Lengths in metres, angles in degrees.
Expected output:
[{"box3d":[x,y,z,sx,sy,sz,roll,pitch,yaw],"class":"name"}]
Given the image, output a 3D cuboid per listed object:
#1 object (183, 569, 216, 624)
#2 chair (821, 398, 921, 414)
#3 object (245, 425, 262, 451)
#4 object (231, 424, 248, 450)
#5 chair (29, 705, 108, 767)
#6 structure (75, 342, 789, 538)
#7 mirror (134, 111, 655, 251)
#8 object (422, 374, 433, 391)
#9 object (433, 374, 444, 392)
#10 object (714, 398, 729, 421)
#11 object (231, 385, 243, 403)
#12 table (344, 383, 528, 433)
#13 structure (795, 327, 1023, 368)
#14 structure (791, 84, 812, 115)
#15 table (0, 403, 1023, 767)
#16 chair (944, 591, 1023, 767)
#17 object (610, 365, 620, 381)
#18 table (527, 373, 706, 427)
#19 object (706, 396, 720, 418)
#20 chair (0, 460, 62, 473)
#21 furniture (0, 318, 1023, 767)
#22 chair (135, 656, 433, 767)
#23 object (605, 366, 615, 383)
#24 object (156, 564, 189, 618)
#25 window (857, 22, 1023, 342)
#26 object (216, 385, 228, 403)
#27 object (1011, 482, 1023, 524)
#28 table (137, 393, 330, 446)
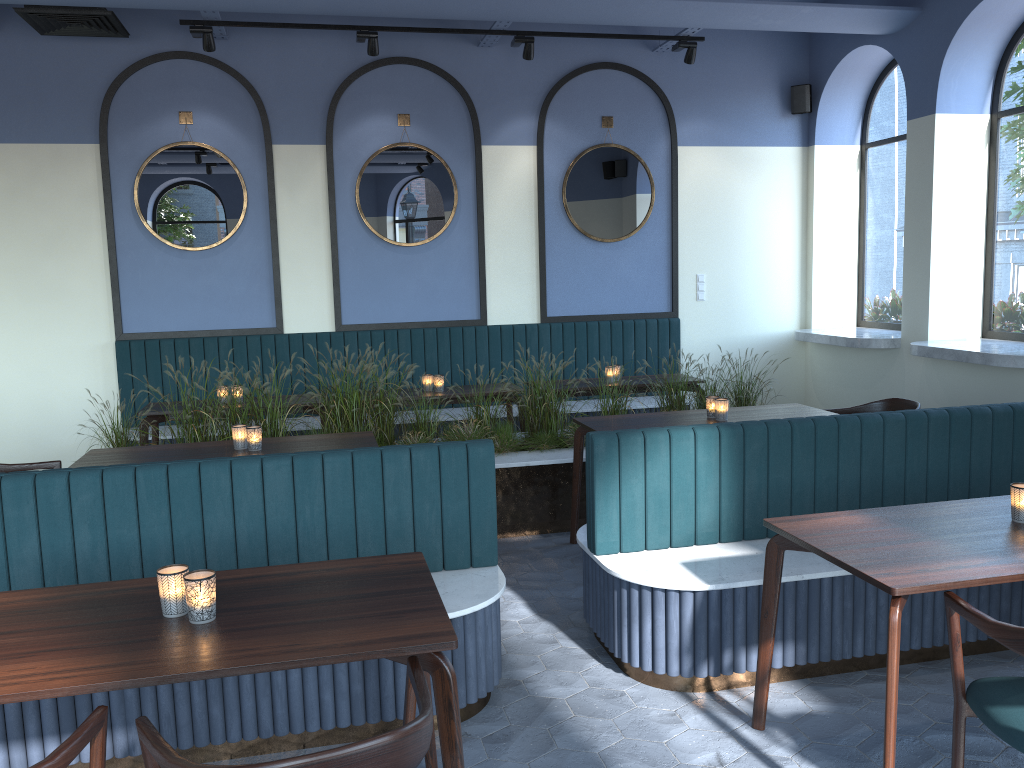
[{"box3d":[-0.786,0.539,2.242,0.078,0.120,0.078,-6,8,-29],"class":"object"},{"box3d":[2.117,0.499,5.260,0.525,0.793,0.618,-3,7,-13],"class":"chair"},{"box3d":[-1.293,0.273,4.447,0.078,0.120,0.078,-6,8,-29],"class":"object"},{"box3d":[-1.378,0.269,4.495,0.078,0.120,0.078,-6,8,-29],"class":"object"},{"box3d":[-1.109,1.043,1.673,0.618,0.793,0.525,-3,7,-13],"class":"chair"},{"box3d":[-0.361,0.298,5.725,4.878,1.207,1.143,-3,7,-11],"class":"structure"},{"box3d":[-0.852,-1.703,7.430,4.357,1.089,0.026,-3,7,-13],"class":"mirror"},{"box3d":[-0.620,-0.009,6.524,0.078,0.120,0.078,-6,8,-29],"class":"object"},{"box3d":[-0.535,-0.005,6.477,0.078,0.120,0.078,-6,8,-29],"class":"object"},{"box3d":[1.169,0.142,4.946,0.078,0.120,0.078,-1,7,4],"class":"object"},{"box3d":[-1.918,0.068,6.196,0.078,0.120,0.078,-1,7,4],"class":"object"},{"box3d":[-0.564,0.428,6.542,1.332,0.755,0.548,-3,7,-13],"class":"table"},{"box3d":[0.295,0.414,1.830,4.315,0.080,14.155,4,9,38],"class":"structure"},{"box3d":[-2.278,-1.897,3.690,13.143,0.268,7.261,-6,8,-29],"class":"structure"},{"box3d":[-2.070,0.986,2.468,9.778,0.755,3.997,-6,8,-29],"class":"table"},{"box3d":[1.448,0.906,2.194,0.618,0.793,0.525,0,7,11],"class":"chair"},{"box3d":[0.795,-0.086,6.822,0.078,0.120,0.078,-6,8,-29],"class":"object"},{"box3d":[0.801,0.352,6.846,1.332,0.755,0.548,-3,7,-13],"class":"table"},{"box3d":[1.142,0.131,5.040,0.078,0.120,0.078,-1,7,4],"class":"object"},{"box3d":[-2.438,0.753,4.244,0.525,0.793,0.618,-3,7,-13],"class":"chair"},{"box3d":[-0.285,0.366,5.399,4.800,1.150,4.703,-3,7,-13],"class":"furniture"},{"box3d":[-0.403,1.004,1.828,0.618,0.793,0.525,-5,8,-26],"class":"chair"},{"box3d":[0.747,-0.074,6.737,0.078,0.120,0.078,-6,8,-29],"class":"object"},{"box3d":[-0.871,0.535,2.290,0.078,0.120,0.078,-6,8,-29],"class":"object"},{"box3d":[0.446,-0.792,1.554,3.897,2.394,14.212,4,9,38],"class":"window"},{"box3d":[-2.012,0.074,6.170,0.078,0.120,0.078,-1,7,4],"class":"object"},{"box3d":[1.667,0.389,2.890,0.078,0.120,0.078,-1,7,4],"class":"object"},{"box3d":[-1.907,0.503,6.242,1.285,0.755,0.548,-3,7,-13],"class":"table"}]
